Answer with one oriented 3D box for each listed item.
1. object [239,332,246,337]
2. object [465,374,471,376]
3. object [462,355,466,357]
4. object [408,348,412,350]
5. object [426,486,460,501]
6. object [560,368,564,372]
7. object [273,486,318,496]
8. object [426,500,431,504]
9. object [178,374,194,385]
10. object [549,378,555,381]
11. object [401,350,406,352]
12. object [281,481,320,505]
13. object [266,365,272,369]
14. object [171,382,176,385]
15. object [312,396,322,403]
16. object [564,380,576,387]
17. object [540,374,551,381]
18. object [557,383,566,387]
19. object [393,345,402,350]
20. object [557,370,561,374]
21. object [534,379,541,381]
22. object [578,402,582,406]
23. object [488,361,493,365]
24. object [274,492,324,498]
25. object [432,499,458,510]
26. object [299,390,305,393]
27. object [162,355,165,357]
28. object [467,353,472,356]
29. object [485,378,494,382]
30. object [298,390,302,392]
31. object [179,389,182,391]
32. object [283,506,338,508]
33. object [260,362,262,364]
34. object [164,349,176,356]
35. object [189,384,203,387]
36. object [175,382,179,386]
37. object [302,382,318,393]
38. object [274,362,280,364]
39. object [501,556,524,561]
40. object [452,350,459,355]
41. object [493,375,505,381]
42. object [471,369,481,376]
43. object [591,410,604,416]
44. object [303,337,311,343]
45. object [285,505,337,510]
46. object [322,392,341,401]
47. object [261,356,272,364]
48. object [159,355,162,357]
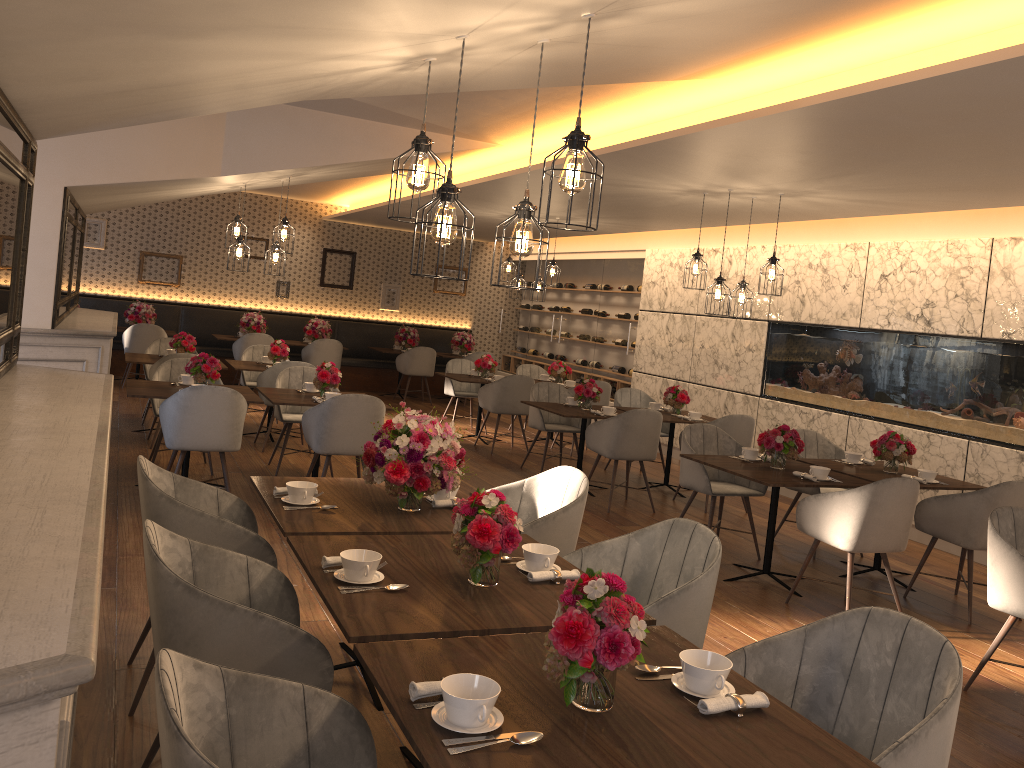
[{"bbox_3d":[-4.006,-0.734,13.175,0.148,0.072,0.148,8,5,23],"label":"object"},{"bbox_3d":[-0.525,-0.110,10.527,0.043,0.015,0.198,4,5,-28],"label":"object"},{"bbox_3d":[-0.742,-0.438,13.976,0.056,0.039,0.176,4,5,-24],"label":"object"},{"bbox_3d":[-1.547,-0.510,13.614,0.148,0.072,0.148,7,4,18],"label":"object"},{"bbox_3d":[-0.286,0.462,3.746,0.148,0.072,0.148,7,4,18],"label":"object"},{"bbox_3d":[0.585,-0.175,10.616,0.048,0.052,0.077,3,5,-45],"label":"object"},{"bbox_3d":[-0.873,0.432,3.569,0.175,0.039,0.056,4,4,-24],"label":"object"},{"bbox_3d":[-0.265,0.495,3.671,0.192,0.024,0.025,4,4,-24],"label":"object"},{"bbox_3d":[-2.483,-0.030,6.797,0.149,0.072,0.148,9,5,33],"label":"object"},{"bbox_3d":[0.510,-0.053,11.012,0.056,0.039,0.176,4,5,-24],"label":"object"},{"bbox_3d":[-1.653,-0.500,13.567,0.056,0.039,0.176,4,5,-24],"label":"object"},{"bbox_3d":[-0.825,0.429,3.465,0.148,0.072,0.148,7,4,18],"label":"object"},{"bbox_3d":[-2.387,-0.166,8.714,0.056,0.039,0.176,4,5,-24],"label":"object"},{"bbox_3d":[-2.581,-0.007,6.734,0.043,0.015,0.198,4,5,-28],"label":"object"},{"bbox_3d":[-1.451,0.113,6.596,0.056,0.039,0.176,4,5,-24],"label":"object"},{"bbox_3d":[0.686,-0.001,10.424,0.149,0.072,0.148,10,6,43],"label":"object"},{"bbox_3d":[0.408,-0.077,10.965,0.149,0.072,0.148,10,6,43],"label":"object"},{"bbox_3d":[0.581,0.008,10.378,0.056,0.039,0.176,4,5,-24],"label":"object"},{"bbox_3d":[-1.826,-0.585,14.154,0.148,0.072,0.148,8,5,23],"label":"object"},{"bbox_3d":[0.556,-0.148,10.618,0.049,0.052,0.078,5,4,-14],"label":"object"},{"bbox_3d":[0.317,-0.053,10.905,0.043,0.015,0.198,4,5,-20],"label":"object"},{"bbox_3d":[0.674,0.188,8.375,0.056,0.039,0.176,4,5,-24],"label":"object"},{"bbox_3d":[-0.268,-0.244,10.267,0.077,0.052,0.045,8,4,28],"label":"object"},{"bbox_3d":[-0.851,0.444,3.542,0.192,0.024,0.025,4,4,-24],"label":"object"},{"bbox_3d":[-0.242,0.493,3.643,0.175,0.039,0.056,4,4,-24],"label":"object"},{"bbox_3d":[-1.688,0.061,7.128,0.022,0.004,0.212,4,5,-24],"label":"object"},{"bbox_3d":[-3.483,-0.277,8.861,0.022,0.004,0.212,4,5,-24],"label":"object"},{"bbox_3d":[-0.637,-0.448,14.022,0.148,0.072,0.148,8,5,23],"label":"object"},{"bbox_3d":[-0.254,-0.049,10.003,0.056,0.039,0.176,4,5,-24],"label":"object"},{"bbox_3d":[-1.722,0.052,7.120,0.043,0.015,0.198,4,5,-28],"label":"object"},{"bbox_3d":[-2.310,0.055,6.210,0.056,0.039,0.176,4,5,-24],"label":"object"},{"bbox_3d":[-0.773,0.474,3.406,0.210,0.004,0.022,4,5,-24],"label":"object"},{"bbox_3d":[-2.624,-0.219,9.246,0.022,0.004,0.212,4,5,-24],"label":"object"},{"bbox_3d":[-3.419,-0.310,8.915,0.149,0.072,0.148,9,5,33],"label":"object"},{"bbox_3d":[-2.205,0.045,6.256,0.149,0.072,0.148,9,5,33],"label":"object"},{"bbox_3d":[-2.547,0.002,6.742,0.022,0.004,0.212,4,5,-24],"label":"object"},{"bbox_3d":[-1.624,0.028,7.183,0.149,0.072,0.148,9,5,33],"label":"object"},{"bbox_3d":[-2.282,-0.176,8.760,0.149,0.072,0.148,9,5,33],"label":"object"},{"bbox_3d":[0.023,0.588,2.991,0.197,0.015,0.043,4,5,-28],"label":"object"},{"bbox_3d":[-0.915,-0.523,14.563,0.148,0.072,0.148,7,4,18],"label":"object"},{"bbox_3d":[-0.149,-0.058,10.049,0.149,0.072,0.148,10,6,43],"label":"object"},{"bbox_3d":[-0.427,-0.134,10.590,0.149,0.072,0.148,10,6,43],"label":"object"},{"bbox_3d":[0.746,0.250,7.740,0.056,0.039,0.176,4,5,-24],"label":"object"},{"bbox_3d":[-3.124,-0.674,13.571,0.148,0.072,0.148,8,5,23],"label":"object"},{"bbox_3d":[-0.765,0.472,3.371,0.197,0.015,0.043,4,5,-28],"label":"object"},{"bbox_3d":[-1.346,0.104,6.642,0.149,0.072,0.148,9,5,33],"label":"object"},{"bbox_3d":[-2.560,-0.251,9.301,0.149,0.072,0.148,9,5,33],"label":"object"},{"bbox_3d":[-3.517,-0.286,8.852,0.043,0.015,0.198,4,5,-28],"label":"object"}]
